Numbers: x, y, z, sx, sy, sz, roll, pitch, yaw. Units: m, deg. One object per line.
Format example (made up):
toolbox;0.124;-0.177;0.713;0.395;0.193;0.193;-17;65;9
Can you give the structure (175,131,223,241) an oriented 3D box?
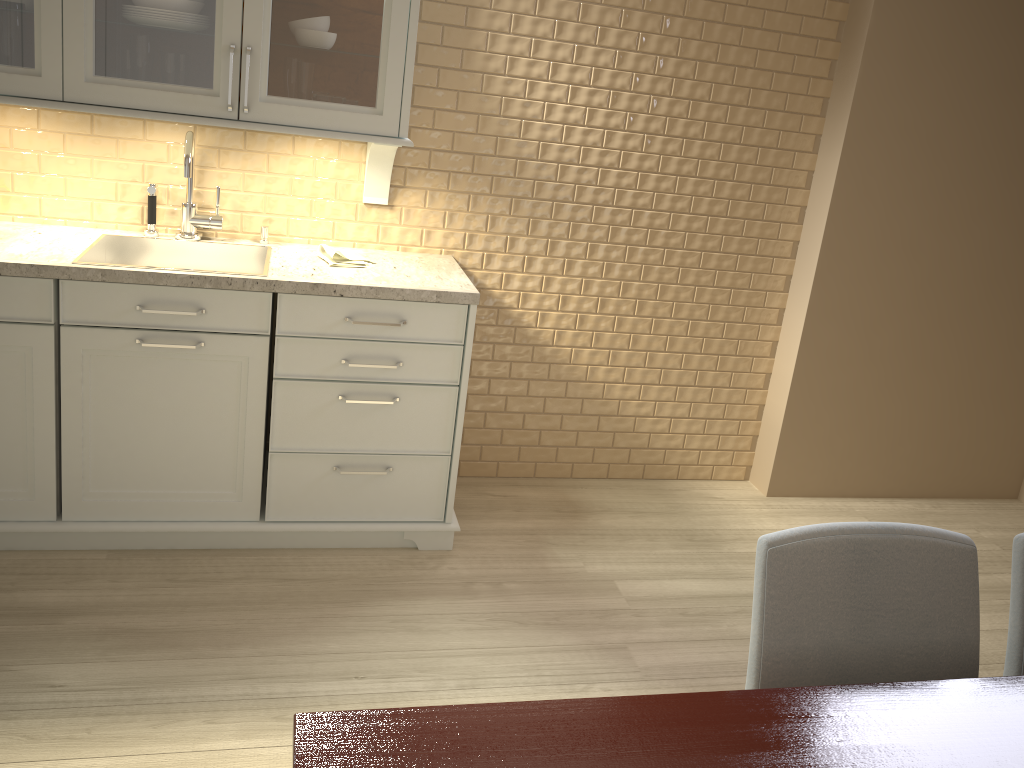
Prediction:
structure;-0.943;-0.580;2.623;0.141;0.330;0.215;6;16;-5

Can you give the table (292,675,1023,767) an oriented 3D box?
table;0.640;0.863;0.975;1.756;0.667;0.767;2;18;-14

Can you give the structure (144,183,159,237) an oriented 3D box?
structure;-1.092;-0.529;2.685;0.043;0.159;0.058;3;16;-14

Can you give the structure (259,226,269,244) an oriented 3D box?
structure;-0.781;-0.469;2.789;0.029;0.055;0.029;20;21;38

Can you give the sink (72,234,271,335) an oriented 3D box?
sink;-0.964;-0.175;2.561;0.484;0.407;0.388;3;18;-14

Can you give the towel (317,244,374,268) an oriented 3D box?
towel;-0.495;-0.390;2.690;0.164;0.049;0.174;-3;21;-28

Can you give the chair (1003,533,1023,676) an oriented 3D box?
chair;0.986;0.702;1.338;0.399;0.812;0.516;3;17;-15

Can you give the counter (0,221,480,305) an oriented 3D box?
counter;-1.212;-0.374;2.484;2.195;0.034;0.534;2;19;-14

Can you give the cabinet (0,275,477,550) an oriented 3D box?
cabinet;-1.260;-0.010;2.630;2.216;0.779;0.651;2;17;-14

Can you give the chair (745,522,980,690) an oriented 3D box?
chair;0.544;0.685;1.225;0.399;0.812;0.516;3;17;-15

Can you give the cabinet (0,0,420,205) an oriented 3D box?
cabinet;-1.150;-1.075;2.337;1.926;1.092;0.419;3;16;-14
